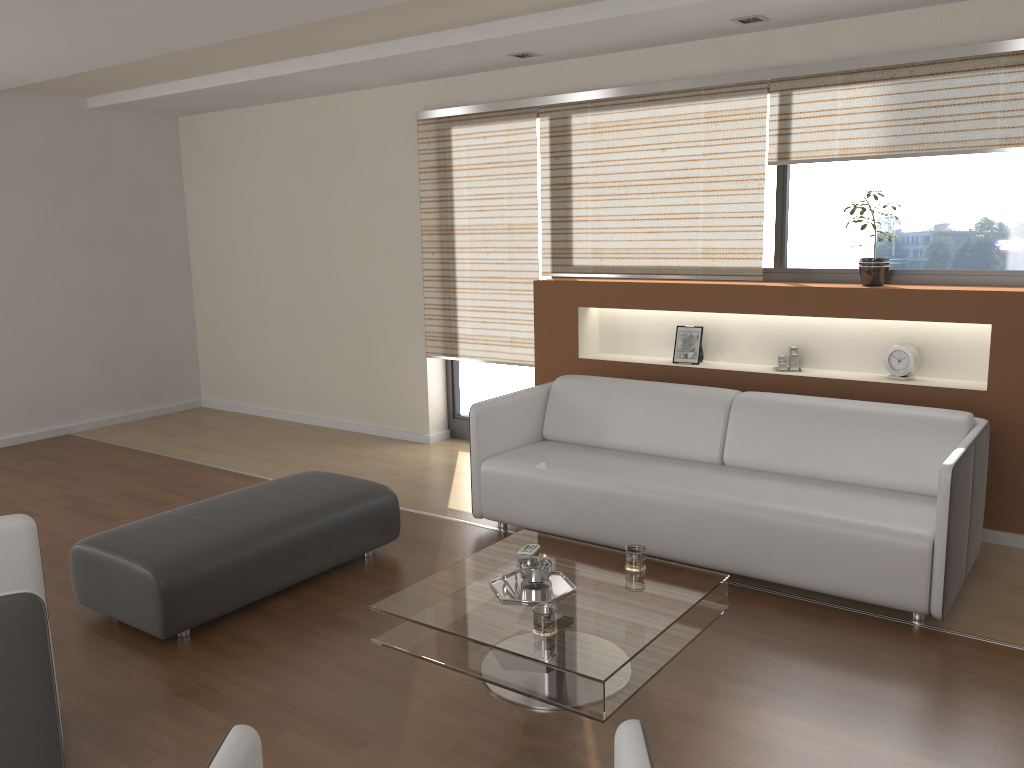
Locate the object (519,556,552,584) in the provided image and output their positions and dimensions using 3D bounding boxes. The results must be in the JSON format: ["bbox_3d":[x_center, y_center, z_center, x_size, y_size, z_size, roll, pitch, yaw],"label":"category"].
[{"bbox_3d":[0.085,0.658,3.148,0.117,0.079,0.118,8,14,42],"label":"object"}]

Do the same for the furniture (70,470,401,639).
[{"bbox_3d":[-1.175,0.684,3.953,0.685,0.301,1.291,6,12,35],"label":"furniture"}]

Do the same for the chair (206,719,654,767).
[{"bbox_3d":[-0.137,0.990,1.257,0.767,0.706,0.919,-1,10,1],"label":"chair"}]

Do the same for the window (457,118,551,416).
[{"bbox_3d":[-0.066,-0.752,6.137,0.889,2.093,0.010,6,12,35],"label":"window"}]

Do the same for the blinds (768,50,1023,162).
[{"bbox_3d":[1.927,-1.318,4.228,1.432,0.441,0.001,6,12,35],"label":"blinds"}]

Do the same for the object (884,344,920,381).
[{"bbox_3d":[1.984,-0.114,4.514,0.096,0.176,0.160,-9,13,-38],"label":"object"}]

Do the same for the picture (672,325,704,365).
[{"bbox_3d":[1.031,-0.230,5.161,0.159,0.216,0.133,5,12,30],"label":"picture"}]

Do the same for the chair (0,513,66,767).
[{"bbox_3d":[-1.772,0.795,2.418,0.919,0.661,0.767,-7,12,-29],"label":"chair"}]

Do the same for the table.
[{"bbox_3d":[0.153,0.860,3.098,0.900,0.300,0.900,6,12,35],"label":"table"}]

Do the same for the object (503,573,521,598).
[{"bbox_3d":[0.006,0.696,3.073,0.051,0.035,0.147,-4,10,-13],"label":"object"}]

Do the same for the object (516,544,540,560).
[{"bbox_3d":[0.066,0.640,3.406,0.064,0.029,0.158,2,11,17],"label":"object"}]

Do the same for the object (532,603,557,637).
[{"bbox_3d":[0.102,0.732,2.752,0.079,0.077,0.079,3,11,24],"label":"object"}]

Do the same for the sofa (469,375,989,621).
[{"bbox_3d":[0.956,0.408,4.244,2.238,0.661,0.919,6,12,35],"label":"sofa"}]

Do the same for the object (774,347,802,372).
[{"bbox_3d":[1.513,-0.142,4.856,0.141,0.131,0.141,1,10,13],"label":"object"}]

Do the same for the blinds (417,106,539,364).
[{"bbox_3d":[-0.230,-0.960,5.875,0.980,1.635,0.001,6,12,35],"label":"blinds"}]

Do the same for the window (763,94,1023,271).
[{"bbox_3d":[1.509,-1.118,4.915,2.817,0.986,0.010,6,12,35],"label":"window"}]

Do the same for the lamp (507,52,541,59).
[{"bbox_3d":[0.069,-1.937,5.113,0.146,0.087,0.146,6,12,35],"label":"lamp"}]

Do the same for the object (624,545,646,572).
[{"bbox_3d":[0.451,0.637,3.240,0.079,0.077,0.079,3,11,24],"label":"object"}]

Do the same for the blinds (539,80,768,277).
[{"bbox_3d":[0.760,-1.145,5.115,1.432,1.044,0.001,6,12,35],"label":"blinds"}]

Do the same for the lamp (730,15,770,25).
[{"bbox_3d":[1.165,-1.822,4.334,0.146,0.087,0.146,6,12,35],"label":"lamp"}]

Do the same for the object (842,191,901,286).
[{"bbox_3d":[1.805,-0.730,4.462,0.268,0.477,0.342,4,11,25],"label":"object"}]

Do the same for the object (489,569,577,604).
[{"bbox_3d":[0.072,0.704,3.095,0.273,0.011,0.315,8,14,42],"label":"object"}]
